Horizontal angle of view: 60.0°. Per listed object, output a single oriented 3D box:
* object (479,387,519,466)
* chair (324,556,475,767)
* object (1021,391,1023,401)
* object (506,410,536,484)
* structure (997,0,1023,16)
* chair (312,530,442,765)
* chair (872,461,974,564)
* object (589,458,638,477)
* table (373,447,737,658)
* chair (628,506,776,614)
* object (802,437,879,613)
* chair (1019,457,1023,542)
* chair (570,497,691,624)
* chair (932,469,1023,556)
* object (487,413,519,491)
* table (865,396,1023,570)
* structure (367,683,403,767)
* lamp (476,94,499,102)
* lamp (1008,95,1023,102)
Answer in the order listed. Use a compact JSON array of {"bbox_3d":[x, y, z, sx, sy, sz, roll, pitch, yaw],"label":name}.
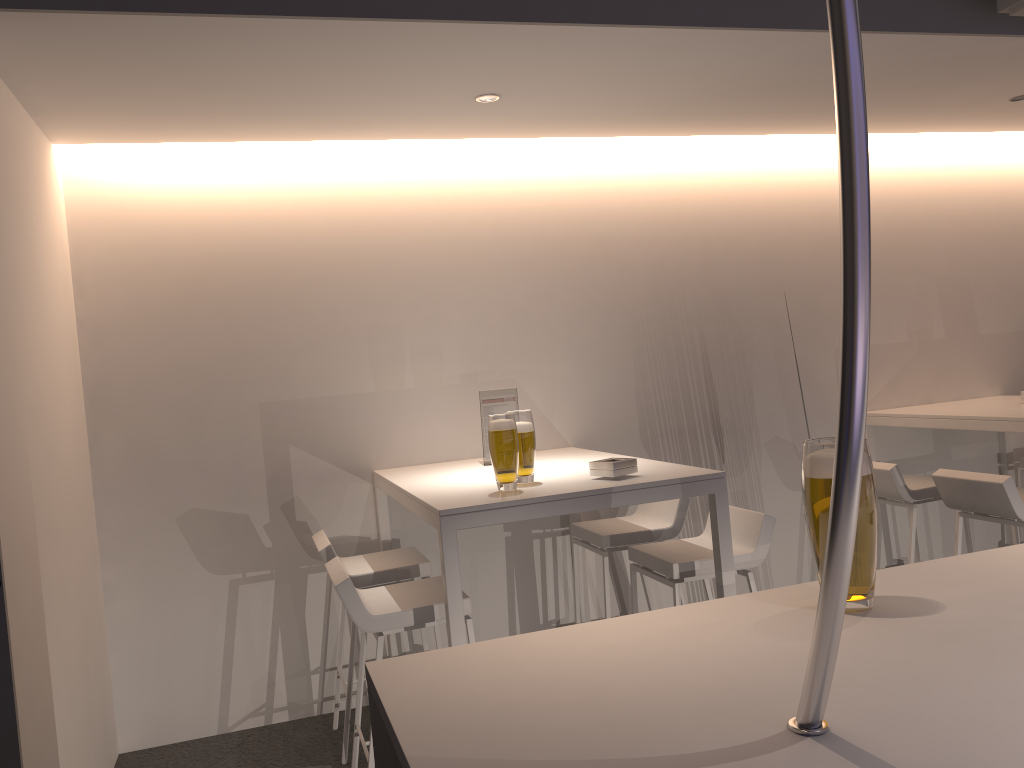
[{"bbox_3d":[-0.050,0.188,3.972,0.171,0.332,0.115,-5,1,3],"label":"object"},{"bbox_3d":[-0.341,1.047,3.133,0.526,0.878,0.408,-5,1,-17],"label":"chair"},{"bbox_3d":[2.713,0.057,4.573,0.120,0.050,0.120,-6,1,-39],"label":"object"},{"bbox_3d":[0.035,0.226,3.198,0.105,0.259,0.105,-6,1,-33],"label":"object"},{"bbox_3d":[2.368,-2.069,2.812,1.100,1.403,1.100,-5,1,-17],"label":"structure"},{"bbox_3d":[-0.532,1.055,3.776,0.526,0.878,0.408,-5,1,-17],"label":"chair"},{"bbox_3d":[2.052,0.807,4.548,0.526,0.878,0.408,-5,1,-17],"label":"chair"},{"bbox_3d":[0.357,0.293,3.127,0.120,0.050,0.120,-6,1,-39],"label":"object"},{"bbox_3d":[0.087,0.895,3.599,0.999,1.089,1.499,-5,1,-17],"label":"table"},{"bbox_3d":[0.725,0.944,3.453,0.526,0.878,0.408,-5,1,-17],"label":"chair"},{"bbox_3d":[0.491,0.212,1.319,0.105,0.259,0.105,-6,1,-22],"label":"object"},{"bbox_3d":[3.118,0.705,4.868,0.526,0.878,0.408,-5,1,-17],"label":"chair"},{"bbox_3d":[0.534,0.953,4.096,0.526,0.878,0.408,-5,1,-17],"label":"chair"},{"bbox_3d":[2.243,0.799,3.905,0.526,0.878,0.408,-5,1,-17],"label":"chair"},{"bbox_3d":[-0.026,0.234,3.039,0.105,0.259,0.105,-5,1,34],"label":"object"},{"bbox_3d":[2.671,0.647,4.371,0.999,1.089,1.499,-5,1,-17],"label":"table"},{"bbox_3d":[3.091,0.654,1.699,6.498,1.075,1.049,-5,1,-17],"label":"structure"},{"bbox_3d":[-0.098,-1.150,3.570,0.094,0.006,0.095,-5,1,-17],"label":"lamp"},{"bbox_3d":[2.484,-1.398,4.341,0.094,0.006,0.095,-5,1,-17],"label":"lamp"}]
